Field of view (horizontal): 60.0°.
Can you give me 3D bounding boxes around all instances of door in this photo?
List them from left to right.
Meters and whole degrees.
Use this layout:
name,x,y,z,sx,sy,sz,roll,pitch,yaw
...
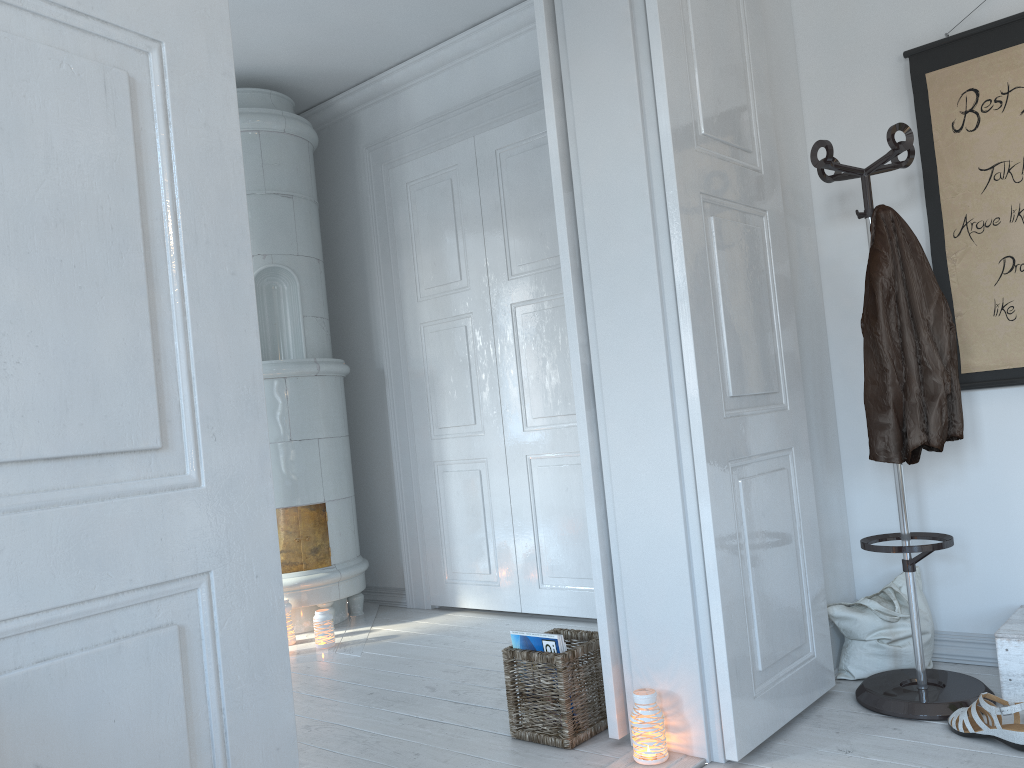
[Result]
name,x,y,z,sx,sy,sz,roll,pitch,yaw
door,-0.113,-0.231,1.907,0.578,2.504,2.597,-7,-2,40
door,0.016,-0.134,4.372,1.601,2.504,0.306,-7,-2,40

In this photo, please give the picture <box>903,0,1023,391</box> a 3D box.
name,x,y,z,sx,sy,sz,roll,pitch,yaw
picture,1.653,-0.666,2.682,0.794,1.312,0.057,-7,-2,40

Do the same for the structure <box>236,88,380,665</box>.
name,x,y,z,sx,sy,sz,roll,pitch,yaw
structure,-1.224,-0.087,4.412,0.800,2.826,1.248,-6,-2,-5

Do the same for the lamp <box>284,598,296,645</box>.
name,x,y,z,sx,sy,sz,roll,pitch,yaw
lamp,-1.069,1.116,4.154,0.098,0.210,0.098,-4,-2,-45

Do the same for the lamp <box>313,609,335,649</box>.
name,x,y,z,sx,sy,sz,roll,pitch,yaw
lamp,-0.854,1.111,4.026,0.089,0.166,0.089,-7,-2,39

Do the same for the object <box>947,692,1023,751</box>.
name,x,y,z,sx,sy,sz,roll,pitch,yaw
object,1.221,0.846,2.279,0.099,0.125,0.273,-5,-2,-17

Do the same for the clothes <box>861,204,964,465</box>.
name,x,y,z,sx,sy,sz,roll,pitch,yaw
clothes,1.143,-0.146,2.572,0.237,0.770,0.211,-5,-2,-16

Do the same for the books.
name,x,y,z,sx,sy,sz,roll,pitch,yaw
books,0.140,0.868,2.646,0.180,0.300,0.201,-7,-2,40

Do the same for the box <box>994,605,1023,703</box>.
name,x,y,z,sx,sy,sz,roll,pitch,yaw
box,1.717,0.754,2.413,0.642,0.218,0.376,-8,-3,40

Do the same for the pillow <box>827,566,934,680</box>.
name,x,y,z,sx,sy,sz,roll,pitch,yaw
pillow,1.214,0.778,2.900,0.273,0.314,0.317,-7,-3,41

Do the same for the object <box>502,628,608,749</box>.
name,x,y,z,sx,sy,sz,roll,pitch,yaw
object,0.152,0.900,2.655,0.224,0.264,0.270,-7,-3,40

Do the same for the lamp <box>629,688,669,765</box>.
name,x,y,z,sx,sy,sz,roll,pitch,yaw
lamp,0.357,0.899,2.330,0.093,0.179,0.093,-6,-2,23

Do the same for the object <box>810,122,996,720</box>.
name,x,y,z,sx,sy,sz,roll,pitch,yaw
object,1.126,0.100,2.624,0.374,1.657,0.375,-4,-2,-42
